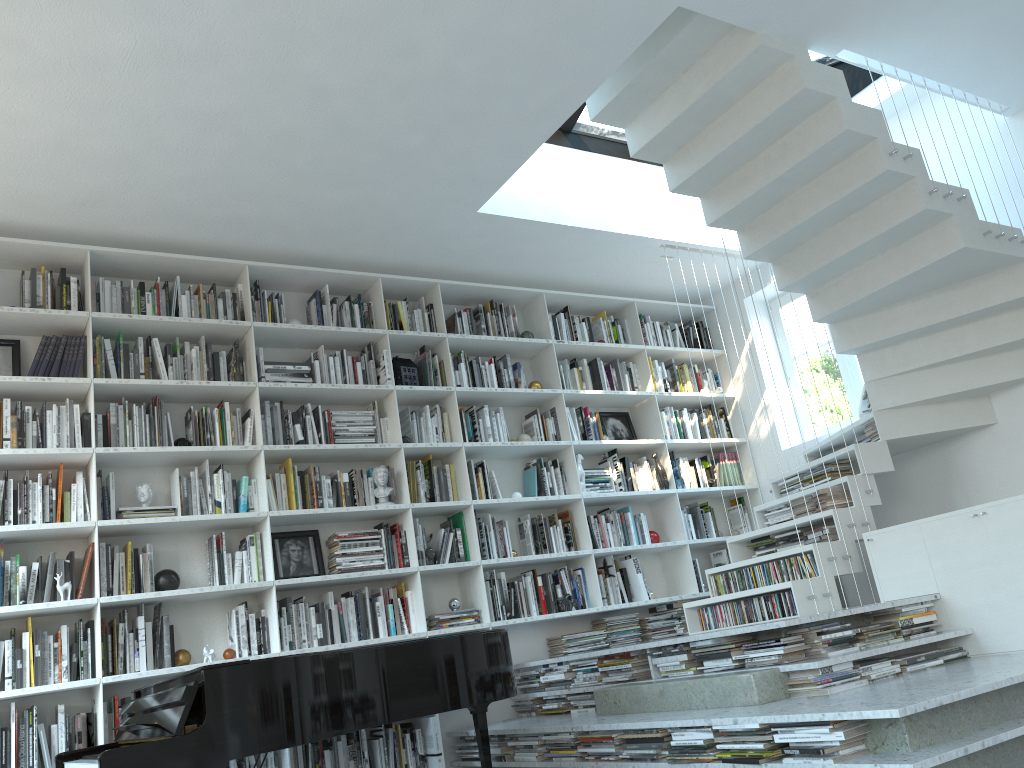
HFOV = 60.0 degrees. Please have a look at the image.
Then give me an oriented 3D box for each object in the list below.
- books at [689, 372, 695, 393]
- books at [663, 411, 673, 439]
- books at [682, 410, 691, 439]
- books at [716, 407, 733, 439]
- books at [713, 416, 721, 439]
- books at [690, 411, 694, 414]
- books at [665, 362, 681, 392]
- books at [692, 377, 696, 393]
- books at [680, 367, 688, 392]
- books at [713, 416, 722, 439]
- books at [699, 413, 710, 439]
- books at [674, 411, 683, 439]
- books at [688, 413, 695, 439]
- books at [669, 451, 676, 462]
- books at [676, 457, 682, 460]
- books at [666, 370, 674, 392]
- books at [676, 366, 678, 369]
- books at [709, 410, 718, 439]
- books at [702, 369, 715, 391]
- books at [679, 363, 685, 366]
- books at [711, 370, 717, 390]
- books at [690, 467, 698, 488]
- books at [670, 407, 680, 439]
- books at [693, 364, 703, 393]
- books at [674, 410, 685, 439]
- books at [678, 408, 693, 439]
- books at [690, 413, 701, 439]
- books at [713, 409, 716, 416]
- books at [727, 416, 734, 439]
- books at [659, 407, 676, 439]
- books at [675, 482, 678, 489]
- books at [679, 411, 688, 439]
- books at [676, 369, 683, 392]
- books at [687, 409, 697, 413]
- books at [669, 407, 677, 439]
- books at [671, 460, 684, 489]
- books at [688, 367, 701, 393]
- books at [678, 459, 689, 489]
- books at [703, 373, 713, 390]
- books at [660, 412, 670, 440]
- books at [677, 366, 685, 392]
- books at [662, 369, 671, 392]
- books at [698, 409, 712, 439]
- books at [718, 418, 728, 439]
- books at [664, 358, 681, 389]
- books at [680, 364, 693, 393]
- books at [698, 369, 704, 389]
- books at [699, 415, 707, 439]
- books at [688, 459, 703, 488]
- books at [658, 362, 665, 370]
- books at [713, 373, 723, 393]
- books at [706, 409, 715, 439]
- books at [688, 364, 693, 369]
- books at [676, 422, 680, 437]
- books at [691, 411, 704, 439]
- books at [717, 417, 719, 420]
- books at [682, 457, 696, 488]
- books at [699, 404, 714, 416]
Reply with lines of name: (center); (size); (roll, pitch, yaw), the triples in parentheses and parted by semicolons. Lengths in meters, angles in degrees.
books: (1.361, 0.034, 6.982); (0.013, 0.212, 0.187); (1, -20, -32)
books: (1.131, 0.353, 6.711); (0.026, 0.255, 0.174); (1, -20, -32)
books: (1.290, 0.354, 6.811); (0.022, 0.262, 0.173); (1, -20, -32)
books: (1.654, 0.351, 7.051); (0.042, 0.291, 0.187); (1, -20, -32)
books: (1.551, 0.385, 6.965); (0.025, 0.211, 0.189); (1, -20, -32)
books: (1.405, 0.362, 6.918); (0.010, 0.273, 0.130); (1, -20, -32)
books: (1.207, -0.014, 6.814); (0.023, 0.253, 0.190); (1, -20, -32)
books: (1.391, 0.057, 7.023); (0.034, 0.182, 0.157); (1, -20, -32)
books: (1.281, 0.004, 6.860); (0.013, 0.221, 0.175); (1, -20, -32)
books: (1.567, 0.384, 6.987); (0.025, 0.219, 0.178); (1, -20, -32)
books: (1.473, 0.369, 6.941); (0.025, 0.252, 0.160); (1, -20, -32)
books: (1.233, 0.355, 6.778); (0.013, 0.259, 0.158); (1, -20, -32)
books: (1.345, 0.366, 6.866); (0.012, 0.253, 0.161); (1, -20, -32)
books: (1.196, 0.675, 6.639); (0.012, 0.321, 0.142); (1, -20, -32)
books: (1.241, 0.700, 6.648); (0.022, 0.264, 0.157); (1, -20, -32)
books: (1.181, 0.012, 6.810); (0.025, 0.211, 0.135); (1, -20, -32)
books: (1.250, -0.003, 6.855); (0.022, 0.241, 0.145); (1, -20, -32)
books: (1.523, 0.358, 6.960); (0.028, 0.267, 0.174); (1, -20, -32)
books: (1.560, 0.025, 7.139); (0.029, 0.257, 0.163); (1, -20, -32)
books: (1.337, -0.001, 6.998); (0.010, 0.294, 0.166); (1, -20, -32)
books: (1.590, 0.031, 7.156); (0.040, 0.246, 0.160); (1, -20, -32)
books: (1.320, 0.733, 6.669); (0.023, 0.188, 0.170); (1, -20, -32)
books: (1.197, 0.338, 6.761); (0.012, 0.292, 0.166); (1, -20, -32)
books: (1.440, 0.007, 7.064); (0.023, 0.286, 0.163); (1, -20, -32)
books: (1.243, 0.353, 6.796); (0.025, 0.270, 0.153); (1, -20, -32)
books: (1.308, 0.347, 6.832); (0.030, 0.283, 0.167); (1, -20, -32)
books: (1.380, 0.364, 6.864); (0.045, 0.244, 0.177); (1, -20, -32)
books: (1.585, 0.358, 7.018); (0.013, 0.282, 0.149); (1, -20, -32)
books: (1.685, 0.387, 7.058); (0.021, 0.218, 0.184); (1, -20, -32)
books: (1.152, 0.336, 6.715); (0.014, 0.284, 0.186); (1, -20, -32)
books: (1.147, 0.717, 6.601); (0.066, 0.236, 0.144); (1, -20, -32)
books: (1.270, 0.356, 6.800); (0.024, 0.258, 0.157); (1, -20, -32)
books: (1.241, 0.012, 6.835); (0.014, 0.205, 0.184); (1, -20, -32)
books: (1.420, 0.353, 6.927); (0.024, 0.291, 0.133); (1, -20, -32)
books: (1.177, 0.340, 6.762); (0.022, 0.296, 0.162); (1, -20, -32)
books: (1.197, 0.705, 6.604); (0.022, 0.242, 0.171); (1, -20, -32)
books: (1.418, 0.015, 7.034); (0.022, 0.260, 0.161); (1, -20, -32)
books: (1.229, 0.705, 6.623); (0.026, 0.245, 0.181); (1, -20, -32)
books: (1.527, 0.042, 7.099); (0.023, 0.213, 0.181); (1, -20, -32)
books: (1.107, 0.353, 6.682); (0.023, 0.247, 0.182); (1, -20, -32)
books: (1.264, 0.000, 6.863); (0.012, 0.237, 0.166); (1, -20, -32)
books: (1.121, 0.011, 6.744); (0.024, 0.193, 0.190); (1, -20, -32)
books: (1.491, 0.352, 6.949); (0.012, 0.282, 0.152); (1, -20, -32)
books: (1.618, 0.394, 7.004); (0.029, 0.194, 0.192); (1, -20, -32)
books: (1.220, -0.032, 6.836); (0.022, 0.295, 0.152); (1, -20, -32)
books: (1.291, 0.003, 6.895); (0.042, 0.241, 0.248); (1, -20, -32)
books: (1.484, 0.022, 7.082); (0.070, 0.253, 0.155); (1, -20, -32)
books: (1.446, 0.379, 6.933); (0.028, 0.236, 0.146); (1, -20, -32)
books: (1.356, 0.709, 6.709); (0.022, 0.246, 0.181); (1, -20, -32)
books: (1.128, -0.017, 6.778); (0.023, 0.263, 0.158); (1, -20, -32)
books: (1.623, 0.040, 7.151); (0.011, 0.216, 0.170); (1, -20, -32)
books: (1.503, 0.354, 6.952); (0.013, 0.276, 0.188); (1, -20, -32)
books: (1.419, 0.007, 7.065); (0.011, 0.293, 0.151); (1, -20, -32)
books: (1.216, 0.397, 6.766); (0.027, 0.179, 0.157); (1, -20, -32)
books: (1.404, 0.361, 6.889); (0.023, 0.257, 0.184); (1, -20, -32)
books: (1.619, 0.390, 7.051); (0.024, 0.229, 0.131); (1, -20, -32)
books: (1.281, 0.698, 6.658); (0.056, 0.260, 0.177); (1, -20, -32)
books: (1.566, 0.338, 7.025); (0.013, 0.329, 0.140); (1, -20, -32)
